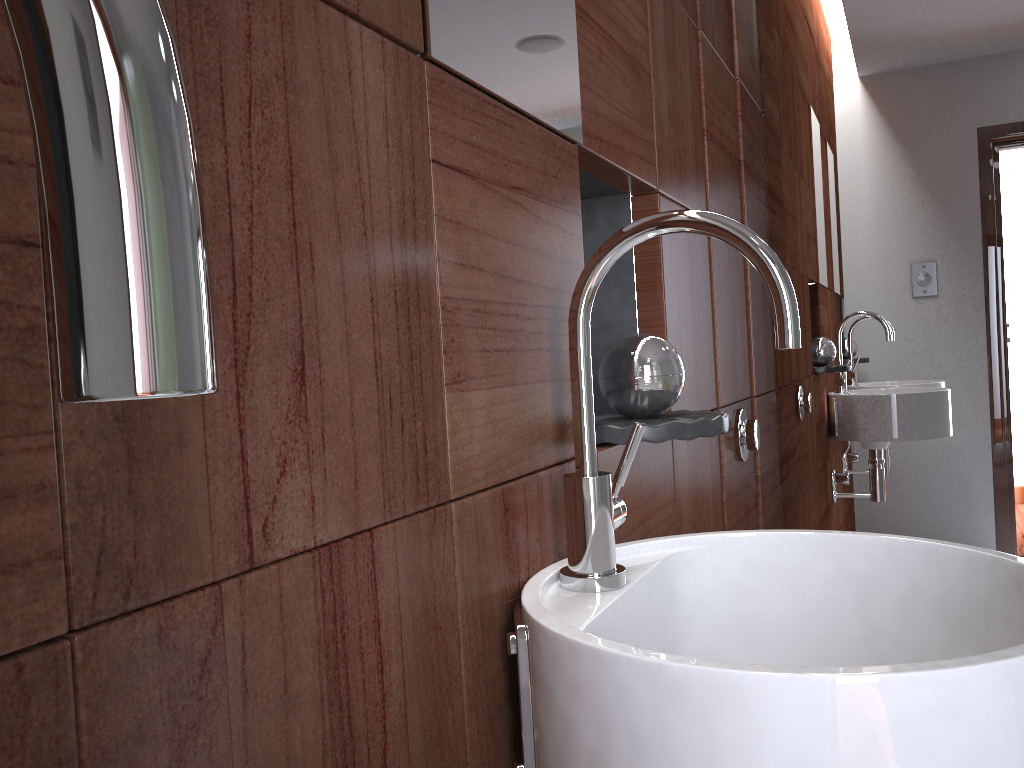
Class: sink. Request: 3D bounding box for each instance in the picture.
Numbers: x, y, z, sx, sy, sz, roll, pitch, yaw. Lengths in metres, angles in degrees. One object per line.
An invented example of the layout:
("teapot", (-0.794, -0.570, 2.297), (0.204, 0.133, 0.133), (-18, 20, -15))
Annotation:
("sink", (0.216, 0.213, 0.697), (0.417, 0.715, 0.415), (-3, 1, 25))
("sink", (-0.045, 0.242, 0.123), (0.417, 0.715, 0.415), (-3, 1, 25))

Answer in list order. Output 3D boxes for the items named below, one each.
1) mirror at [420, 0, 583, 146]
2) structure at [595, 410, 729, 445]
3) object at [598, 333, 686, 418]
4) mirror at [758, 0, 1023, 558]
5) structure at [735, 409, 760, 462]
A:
("mirror", (-0.015, -0.557, 0.769), (0.010, 0.635, 0.316), (-3, 1, 25))
("structure", (0.147, 0.051, 1.065), (0.222, 0.023, 0.220), (-3, 1, 15))
("object", (-0.104, 0.019, 0.491), (0.104, 0.104, 1.350), (-3, 1, 25))
("mirror", (1.253, -0.290, 1.757), (1.433, 2.183, 0.019), (-3, 1, 25))
("structure", (0.437, 0.094, 1.638), (0.034, 0.098, 0.098), (-3, 1, 25))
